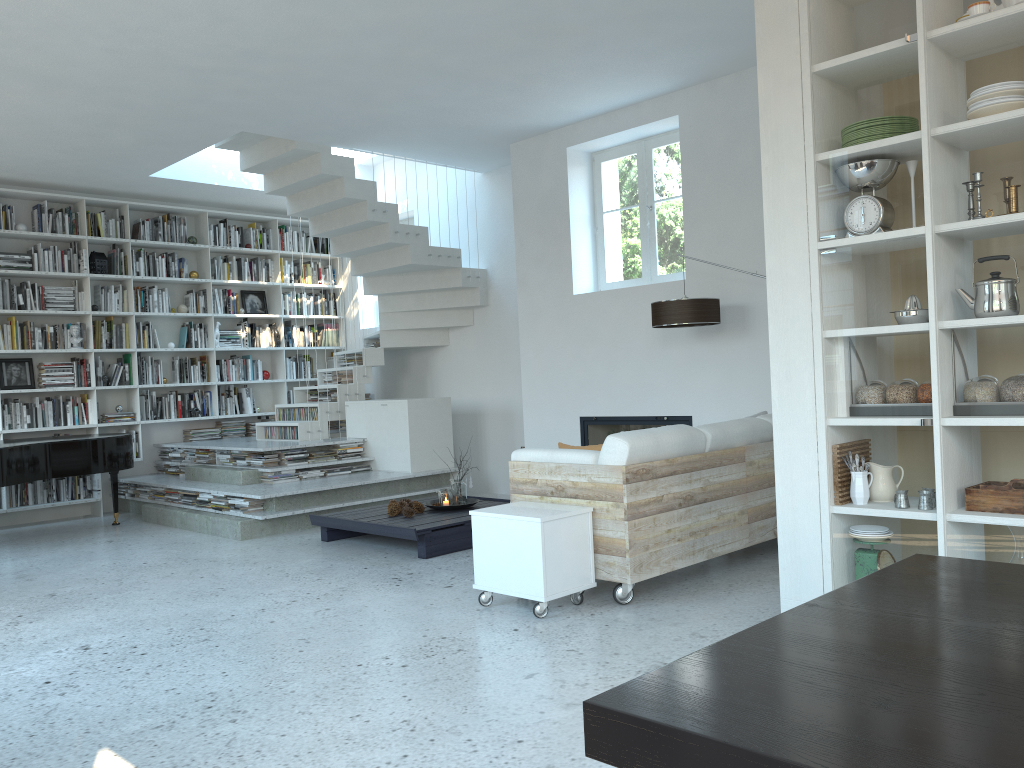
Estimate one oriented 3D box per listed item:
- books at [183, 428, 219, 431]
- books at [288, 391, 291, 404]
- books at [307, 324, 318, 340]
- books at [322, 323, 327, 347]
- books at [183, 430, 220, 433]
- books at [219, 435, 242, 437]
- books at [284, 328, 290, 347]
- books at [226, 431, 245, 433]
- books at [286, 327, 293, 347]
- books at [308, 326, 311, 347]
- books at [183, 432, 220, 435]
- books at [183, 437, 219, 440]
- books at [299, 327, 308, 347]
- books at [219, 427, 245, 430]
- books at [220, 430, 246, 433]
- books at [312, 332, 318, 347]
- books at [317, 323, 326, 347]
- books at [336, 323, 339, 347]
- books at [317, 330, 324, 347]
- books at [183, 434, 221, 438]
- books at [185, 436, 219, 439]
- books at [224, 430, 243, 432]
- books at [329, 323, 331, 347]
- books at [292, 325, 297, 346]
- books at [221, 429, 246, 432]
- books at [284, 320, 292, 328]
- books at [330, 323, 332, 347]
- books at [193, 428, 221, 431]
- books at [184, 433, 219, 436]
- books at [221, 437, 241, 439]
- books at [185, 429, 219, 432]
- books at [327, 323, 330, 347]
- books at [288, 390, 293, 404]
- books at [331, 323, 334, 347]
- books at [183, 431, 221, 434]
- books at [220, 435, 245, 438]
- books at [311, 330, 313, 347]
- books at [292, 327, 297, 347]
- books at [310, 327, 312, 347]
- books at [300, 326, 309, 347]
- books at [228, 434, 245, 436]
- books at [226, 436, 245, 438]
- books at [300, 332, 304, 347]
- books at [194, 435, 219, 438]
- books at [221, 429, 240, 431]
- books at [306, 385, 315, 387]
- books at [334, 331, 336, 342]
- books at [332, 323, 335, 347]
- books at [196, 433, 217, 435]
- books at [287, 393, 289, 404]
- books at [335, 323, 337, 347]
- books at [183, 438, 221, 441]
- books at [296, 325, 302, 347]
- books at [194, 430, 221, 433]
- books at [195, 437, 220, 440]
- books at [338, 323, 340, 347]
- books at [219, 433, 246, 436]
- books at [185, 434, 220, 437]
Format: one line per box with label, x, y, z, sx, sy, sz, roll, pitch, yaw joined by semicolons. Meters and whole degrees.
books;-3.373;0.490;9.639;0.345;0.007;0.193;-3;0;-43
books;-2.612;0.197;10.267;0.014;0.233;0.183;-4;1;-45
books;-2.391;-0.572;10.640;0.026;0.278;0.170;-4;1;-45
books;-2.288;-0.586;10.728;0.033;0.294;0.169;-4;1;-45
books;-3.371;0.513;9.640;0.345;0.007;0.193;-3;0;-43
books;-3.135;0.577;9.877;0.254;0.007;0.161;-3;0;-45
books;-2.672;-0.536;10.378;0.066;0.236;0.144;-4;1;-45
books;-3.130;0.535;9.871;0.161;0.007;0.254;-3;0;41
books;-2.622;-0.542;10.389;0.022;0.243;0.170;-4;1;-45
books;-2.453;-0.557;10.587;0.012;0.254;0.161;-4;1;-45
books;-3.368;0.535;9.638;0.193;0.007;0.345;-3;0;42
books;-3.365;0.588;9.632;0.345;0.007;0.193;-3;0;-40
books;-2.489;-0.551;10.525;0.022;0.247;0.181;-4;1;-45
books;-3.139;0.494;9.877;0.285;0.007;0.159;-3;0;-45
books;-3.130;0.528;9.870;0.159;0.007;0.285;-3;0;41
books;-2.387;-0.524;10.603;0.024;0.181;0.191;-4;1;-45
books;-2.314;-0.582;10.702;0.072;0.291;0.169;-4;1;-45
books;-2.173;-0.592;10.827;0.018;0.293;0.169;-4;1;-45
books;-2.340;-0.541;10.673;0.088;0.217;0.167;-4;1;-45
books;-3.371;0.565;9.639;0.193;0.007;0.345;-3;0;43
books;-3.367;0.580;9.634;0.308;0.008;0.195;-3;0;-41
books;-3.135;0.522;9.875;0.254;0.007;0.161;-3;0;-44
books;-2.258;-0.587;10.758;0.018;0.293;0.169;-4;1;-45
books;-2.587;-0.555;10.439;0.022;0.265;0.157;-4;1;-45
books;-3.129;0.515;9.869;0.159;0.007;0.285;-3;0;40
books;-2.625;-0.582;10.413;0.012;0.322;0.141;-4;1;-45
books;-2.245;-0.588;10.771;0.018;0.293;0.169;-4;1;-45
books;-3.372;0.498;9.640;0.193;0.007;0.345;-3;0;43
books;-3.375;0.550;9.642;0.308;0.008;0.195;-3;0;-45
books;-3.130;0.597;9.872;0.254;0.007;0.161;-3;0;-42
books;-3.372;0.505;9.640;0.308;0.008;0.195;-3;0;-43
books;-2.261;-0.587;10.735;0.018;0.293;0.169;-4;1;-45
books;-2.598;0.194;10.284;0.030;0.238;0.151;-4;1;-45
books;-2.229;-0.589;10.780;0.018;0.293;0.169;-4;1;-45
books;-3.371;0.528;9.640;0.345;0.007;0.193;-3;0;-43
books;-3.129;0.584;9.871;0.254;0.007;0.161;-3;0;-41
books;-2.429;-0.535;10.618;0.014;0.207;0.138;-4;1;-45
books;-2.596;-0.545;10.414;0.026;0.246;0.180;-4;1;-45
books;-2.442;-0.555;10.602;0.025;0.249;0.134;-4;1;-45
books;-2.479;-0.558;10.550;0.029;0.259;0.171;-4;1;-45
books;-3.134;0.570;9.875;0.254;0.007;0.161;-3;0;-44
books;-3.135;0.591;9.877;0.285;0.007;0.159;-3;0;-45
books;-2.521;-0.521;10.486;0.023;0.189;0.169;-4;1;-45
books;-3.371;0.573;9.638;0.308;0.008;0.195;-3;0;-43
books;-3.136;0.508;9.875;0.254;0.007;0.161;-3;0;-44
books;-2.384;0.159;10.523;0.012;0.285;0.159;-4;1;-45
books;-2.203;-0.590;10.805;0.018;0.293;0.169;-4;1;-45
books;-2.219;-0.589;10.796;0.018;0.293;0.169;-4;1;-45
books;-3.364;0.542;9.635;0.308;0.008;0.195;-3;0;-40
books;-2.639;0.208;10.248;0.031;0.214;0.165;-4;1;-45
books;-2.193;-0.591;10.822;0.018;0.293;0.169;-4;1;-45
books;-3.366;0.603;9.634;0.345;0.007;0.193;-3;0;-41
books;-2.551;-0.555;10.457;0.056;0.261;0.176;-4;1;-45
books;-3.365;0.520;9.634;0.193;0.007;0.345;-3;0;40
books;-3.367;0.595;9.635;0.195;0.008;0.308;-3;0;41
books;-2.167;-0.592;10.847;0.018;0.293;0.169;-4;1;-45
books;-3.130;0.563;9.870;0.159;0.007;0.285;-3;0;41
books;-3.366;0.558;9.633;0.195;0.008;0.308;-3;0;40
